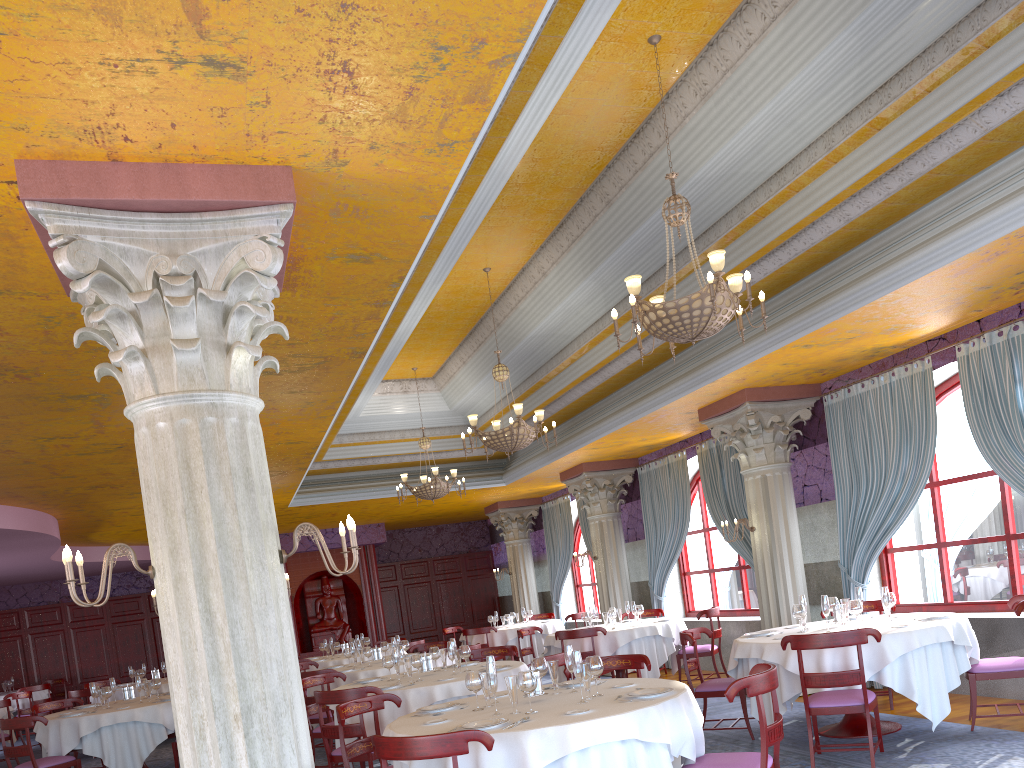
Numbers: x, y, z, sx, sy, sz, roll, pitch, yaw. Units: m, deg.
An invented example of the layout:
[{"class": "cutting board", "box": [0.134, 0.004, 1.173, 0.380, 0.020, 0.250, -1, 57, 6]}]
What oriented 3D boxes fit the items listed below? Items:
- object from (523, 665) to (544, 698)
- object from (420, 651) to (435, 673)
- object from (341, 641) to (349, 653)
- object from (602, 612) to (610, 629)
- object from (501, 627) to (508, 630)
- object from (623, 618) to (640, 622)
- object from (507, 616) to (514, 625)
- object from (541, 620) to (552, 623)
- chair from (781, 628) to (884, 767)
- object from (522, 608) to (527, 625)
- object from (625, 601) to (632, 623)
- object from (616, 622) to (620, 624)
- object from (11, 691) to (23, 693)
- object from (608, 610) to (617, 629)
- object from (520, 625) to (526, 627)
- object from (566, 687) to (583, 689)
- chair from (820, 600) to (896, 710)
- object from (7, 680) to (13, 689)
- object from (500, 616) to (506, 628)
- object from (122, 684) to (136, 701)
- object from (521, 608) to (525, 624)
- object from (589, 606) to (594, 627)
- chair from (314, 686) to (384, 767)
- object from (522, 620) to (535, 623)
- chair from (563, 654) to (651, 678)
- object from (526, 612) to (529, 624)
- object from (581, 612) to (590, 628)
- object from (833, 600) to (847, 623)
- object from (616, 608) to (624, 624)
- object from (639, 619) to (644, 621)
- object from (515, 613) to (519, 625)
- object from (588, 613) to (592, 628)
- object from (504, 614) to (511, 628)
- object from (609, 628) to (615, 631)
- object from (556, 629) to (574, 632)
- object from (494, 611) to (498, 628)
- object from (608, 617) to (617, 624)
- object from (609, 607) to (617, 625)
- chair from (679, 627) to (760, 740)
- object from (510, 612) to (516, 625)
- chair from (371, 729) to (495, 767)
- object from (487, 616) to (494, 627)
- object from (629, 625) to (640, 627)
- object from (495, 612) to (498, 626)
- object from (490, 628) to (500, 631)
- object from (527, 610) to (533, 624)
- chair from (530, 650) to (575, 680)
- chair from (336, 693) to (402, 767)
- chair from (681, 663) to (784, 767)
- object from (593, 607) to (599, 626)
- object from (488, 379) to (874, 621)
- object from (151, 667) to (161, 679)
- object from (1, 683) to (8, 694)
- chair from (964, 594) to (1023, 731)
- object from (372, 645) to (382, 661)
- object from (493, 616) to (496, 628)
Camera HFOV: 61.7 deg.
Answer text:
[{"class": "object", "box": [0.133, 1.984, 5.728, 0.142, 0.211, 0.073, -5, -1, -39]}, {"class": "object", "box": [-0.879, 2.843, 8.774, 0.142, 0.211, 0.073, -5, -1, -39]}, {"class": "object", "box": [-2.892, 4.551, 14.827, 0.142, 0.211, 0.073, -5, -1, -39]}, {"class": "object", "box": [1.338, 3.381, 12.228, 0.086, 0.237, 0.085, -8, 0, 6]}, {"class": "object", "box": [-0.145, 4.668, 16.352, 0.056, 0.019, 0.257, -14, -14, 28]}, {"class": "object", "box": [1.832, 3.659, 13.246, 0.310, 0.024, 0.324, -3, -14, -19]}, {"class": "object", "box": [-0.046, 4.714, 17.181, 0.142, 0.211, 0.073, -5, -1, -39]}, {"class": "object", "box": [0.670, 4.650, 16.760, 0.310, 0.024, 0.324, -3, -14, -19]}, {"class": "chair", "box": [2.584, 2.472, 6.774, 0.760, 1.089, 0.640, -9, -3, 26]}, {"class": "object", "box": [0.244, 4.570, 16.830, 0.075, 0.335, 0.073, -7, 1, 17]}, {"class": "object", "box": [1.739, 3.419, 12.833, 0.073, 0.335, 0.075, -8, 1, -28]}, {"class": "object", "box": [1.668, 3.704, 13.294, 0.022, 0.003, 0.255, -13, -14, 23]}, {"class": "object", "box": [-10.281, 6.403, 17.789, 0.310, 0.024, 0.323, 3, -17, -38]}, {"class": "object", "box": [1.432, 3.338, 12.160, 0.125, 0.264, 0.120, -9, -1, 39]}, {"class": "object", "box": [0.205, 4.656, 16.480, 0.161, 0.009, 0.160, -13, -14, 20]}, {"class": "object", "box": [0.445, 2.179, 6.141, 0.141, 0.011, 0.029, -15, -13, 28]}, {"class": "chair", "box": [3.664, 2.840, 8.962, 0.760, 1.089, 0.640, -9, -3, 26]}, {"class": "object", "box": [-10.587, 6.393, 18.074, 0.122, 0.264, 0.123, -8, -1, -6]}, {"class": "object", "box": [-0.171, 4.662, 16.769, 0.084, 0.237, 0.087, -8, 0, -39]}, {"class": "object", "box": [-4.779, 3.828, 10.666, 0.142, 0.211, 0.073, -5, -1, -39]}, {"class": "object", "box": [0.229, 4.700, 17.374, 0.075, 0.335, 0.073, -7, 1, 17]}, {"class": "object", "box": [1.200, 3.491, 12.821, 0.075, 0.335, 0.072, -7, 1, 39]}, {"class": "chair", "box": [-1.324, 3.209, 7.615, 0.760, 1.089, 0.640, -9, -3, 26]}, {"class": "object", "box": [0.322, 4.940, 17.787, 0.310, 0.024, 0.324, -3, -14, -19]}, {"class": "chair", "box": [0.770, 2.718, 6.757, 0.760, 1.089, 0.640, -9, -3, 26]}, {"class": "object", "box": [0.300, 4.640, 16.950, 0.084, 0.237, 0.087, -8, 0, -39]}, {"class": "object", "box": [1.089, 3.492, 12.607, 0.122, 0.264, 0.123, -8, -1, -6]}, {"class": "object", "box": [3.028, 2.106, 7.933, 0.142, 0.211, 0.073, -5, -1, -39]}, {"class": "object", "box": [1.628, 3.496, 12.885, 0.086, 0.237, 0.085, -8, 0, 6]}, {"class": "object", "box": [1.986, 3.620, 13.145, 0.028, 0.013, 0.234, -13, -14, 24]}, {"class": "object", "box": [0.118, 4.777, 17.426, 0.086, 0.237, 0.085, -8, 0, 6]}, {"class": "object", "box": [1.157, 3.518, 12.704, 0.085, 0.237, 0.086, -8, 0, -17]}, {"class": "object", "box": [-0.078, 4.620, 16.701, 0.125, 0.264, 0.120, -9, -1, 39]}, {"class": "object", "box": [1.364, 3.387, 11.811, 0.056, 0.019, 0.257, -14, -14, 28]}, {"class": "object", "box": [0.816, 3.718, 12.900, 0.322, 0.024, 0.312, -19, -17, 39]}, {"class": "object", "box": [-0.310, 4.772, 17.362, 0.075, 0.335, 0.073, -7, 1, 17]}, {"class": "object", "box": [1.463, 3.433, 12.640, 0.142, 0.211, 0.073, -5, -1, -39]}, {"class": "object", "box": [1.531, 3.512, 12.952, 0.120, 0.264, 0.124, -7, -1, -28]}, {"class": "chair", "box": [2.037, 2.936, 8.418, 0.656, 1.088, 0.743, -9, -3, 26]}, {"class": "object", "box": [0.021, 4.793, 17.493, 0.120, 0.264, 0.124, -7, -1, -28]}, {"class": "chair", "box": [-0.311, 2.350, 4.569, 0.760, 1.089, 0.640, -9, -3, 26]}, {"class": "object", "box": [-0.421, 4.773, 17.148, 0.122, 0.264, 0.123, -8, -1, -6]}, {"class": "object", "box": [1.714, 3.375, 11.939, 0.161, 0.009, 0.160, -13, -14, 20]}, {"class": "object", "box": [-0.296, 4.641, 16.818, 0.075, 0.335, 0.073, -7, 1, 17]}, {"class": "object", "box": [-0.347, 4.708, 16.414, 0.310, 0.024, 0.324, -3, -14, -19]}, {"class": "object", "box": [0.364, 4.640, 17.045, 0.122, 0.264, 0.123, -8, -1, -6]}, {"class": "chair", "box": [0.303, 3.114, 8.159, 0.656, 1.088, 0.743, -9, -3, 26]}, {"class": "chair", "box": [-0.857, 2.814, 6.213, 0.656, 1.088, 0.743, -9, -3, 26]}, {"class": "chair", "box": [1.316, 2.254, 5.113, 0.656, 1.088, 0.743, -9, -3, 26]}, {"class": "object", "box": [1.214, 3.360, 12.277, 0.074, 0.335, 0.074, -8, 1, -6]}, {"class": "object", "box": [3.716, 1.870, 10.390, 2.070, 3.562, 30.094, -7, -12, -20]}, {"class": "object", "box": [-8.874, 4.986, 15.270, 5.701, 1.197, 0.350, -10, 0, 10]}, {"class": "object", "box": [-10.651, 6.393, 17.979, 0.084, 0.237, 0.087, -8, 0, -39]}, {"class": "chair", "box": [4.211, 2.376, 7.318, 0.656, 1.088, 0.743, -9, -3, 26]}, {"class": "object", "box": [-1.845, 3.662, 11.678, 0.142, 0.211, 0.073, -5, -1, -39]}, {"class": "object", "box": [-0.353, 4.799, 17.245, 0.084, 0.237, 0.087, -8, 0, -39]}]
